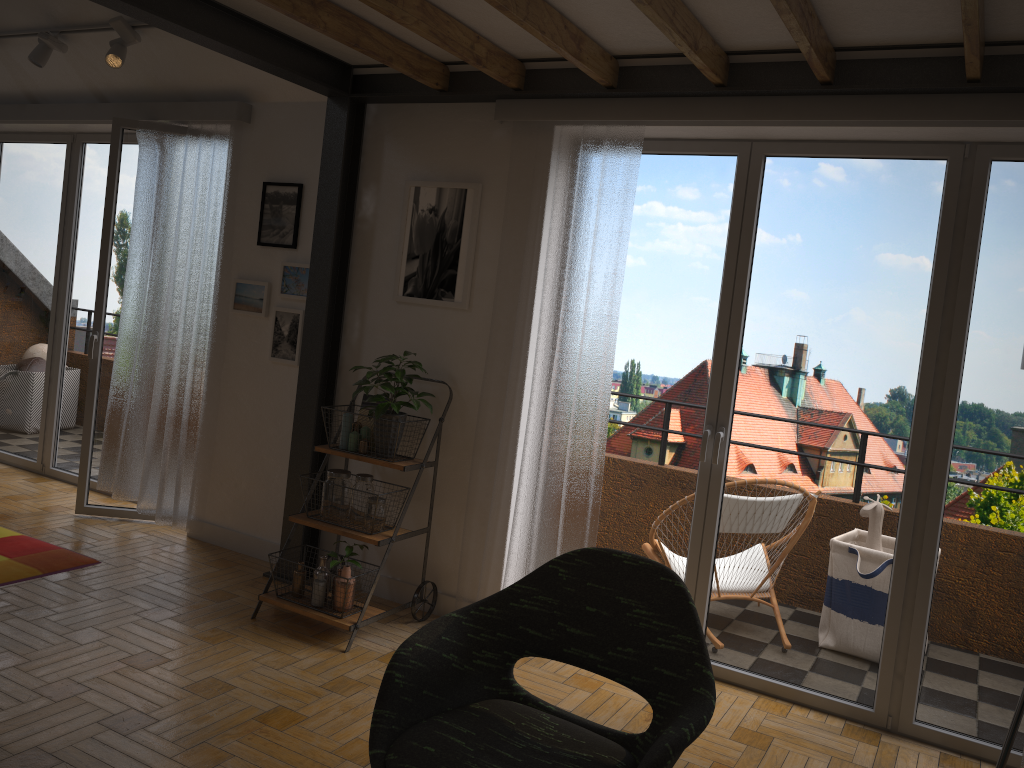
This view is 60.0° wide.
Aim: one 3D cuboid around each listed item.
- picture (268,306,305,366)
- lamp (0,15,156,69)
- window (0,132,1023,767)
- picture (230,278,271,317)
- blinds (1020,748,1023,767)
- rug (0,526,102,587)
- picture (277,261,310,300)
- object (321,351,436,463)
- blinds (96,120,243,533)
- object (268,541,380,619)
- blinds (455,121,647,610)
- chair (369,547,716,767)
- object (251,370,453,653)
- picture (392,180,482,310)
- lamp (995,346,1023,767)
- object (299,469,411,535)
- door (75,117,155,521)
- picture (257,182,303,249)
[{"bbox_3d":[-1.158,-0.247,4.554,0.202,0.284,0.022,8,3,27],"label":"picture"},{"bbox_3d":[-2.779,-1.885,4.996,3.499,0.261,0.207,9,4,29],"label":"lamp"},{"bbox_3d":[-2.988,-1.218,0.979,7.803,4.457,8.629,9,5,28],"label":"window"},{"bbox_3d":[-1.381,-0.455,4.676,0.252,0.183,0.023,9,3,28],"label":"picture"},{"bbox_3d":[2.096,0.269,2.733,0.669,2.282,0.124,8,3,27],"label":"blinds"},{"bbox_3d":[-3.624,0.680,4.078,2.789,0.024,1.937,9,5,28],"label":"rug"},{"bbox_3d":[-1.088,-0.524,4.518,0.252,0.183,0.023,9,3,28],"label":"picture"},{"bbox_3d":[-0.593,0.078,3.958,0.494,0.474,0.395,10,5,40],"label":"object"},{"bbox_3d":[-1.882,-0.371,4.857,0.751,2.284,0.187,8,3,22],"label":"blinds"},{"bbox_3d":[-0.805,0.793,3.764,0.440,0.290,0.276,9,4,28],"label":"object"},{"bbox_3d":[0.131,-0.050,3.795,0.669,2.278,0.124,8,3,29],"label":"blinds"},{"bbox_3d":[0.067,0.869,2.081,0.754,0.828,0.782,9,4,34],"label":"chair"},{"bbox_3d":[-0.681,0.499,3.915,0.580,1.076,0.631,8,3,28],"label":"object"},{"bbox_3d":[-0.353,-0.653,4.124,0.416,0.574,0.023,8,3,28],"label":"picture"},{"bbox_3d":[0.552,0.579,0.856,0.573,1.715,2.357,9,4,36],"label":"lamp"},{"bbox_3d":[-0.698,0.505,3.890,0.440,0.215,0.238,9,4,28],"label":"object"},{"bbox_3d":[-1.941,-0.332,5.005,0.802,2.226,0.111,6,2,-10],"label":"door"},{"bbox_3d":[-1.204,-0.875,4.591,0.262,0.335,0.021,8,3,28],"label":"picture"}]
